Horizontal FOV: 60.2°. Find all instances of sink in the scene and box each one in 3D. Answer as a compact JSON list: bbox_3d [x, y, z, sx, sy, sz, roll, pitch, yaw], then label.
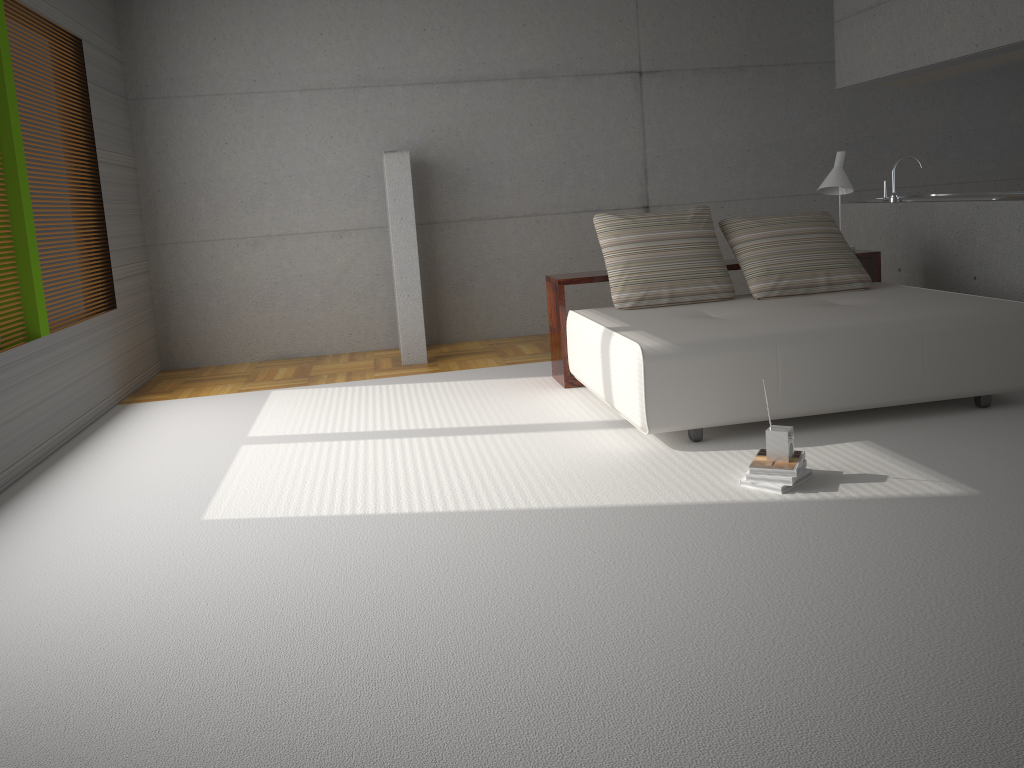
[{"bbox_3d":[3.341,-1.476,6.649,0.767,0.533,1.722,-6,11,-8],"label":"sink"}]

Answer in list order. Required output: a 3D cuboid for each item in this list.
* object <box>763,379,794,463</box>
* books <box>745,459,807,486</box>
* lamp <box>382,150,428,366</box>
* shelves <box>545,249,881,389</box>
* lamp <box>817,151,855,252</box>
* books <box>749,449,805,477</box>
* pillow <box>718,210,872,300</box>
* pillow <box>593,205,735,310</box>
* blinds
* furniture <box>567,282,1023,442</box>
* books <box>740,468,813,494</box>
[{"bbox_3d":[1.078,0.142,3.612,0.090,0.362,0.187,0,9,32],"label":"object"},{"bbox_3d":[1.101,0.359,3.682,0.189,0.032,0.268,3,13,30],"label":"books"},{"bbox_3d":[-0.895,-1.057,7.338,0.200,1.674,0.806,-5,8,-8],"label":"lamp"},{"bbox_3d":[1.395,-0.474,6.086,2.253,0.708,0.404,-6,9,-8],"label":"shelves"},{"bbox_3d":[2.288,-1.271,6.169,0.325,0.693,0.246,-8,9,-27],"label":"lamp"},{"bbox_3d":[1.106,0.326,3.681,0.189,0.032,0.268,1,13,25],"label":"books"},{"bbox_3d":[1.832,-0.846,5.750,0.807,0.512,0.584,-6,10,-8],"label":"pillow"},{"bbox_3d":[0.978,-0.817,5.668,0.802,0.603,0.495,-6,9,-9],"label":"pillow"},{"bbox_3d":[-2.823,-1.153,4.914,0.012,2.022,3.571,-5,11,-8],"label":"blinds"},{"bbox_3d":[1.544,-0.187,5.121,2.171,0.516,1.631,-6,11,-8],"label":"furniture"},{"bbox_3d":[1.104,0.390,3.686,0.190,0.032,0.267,7,16,45],"label":"books"}]
